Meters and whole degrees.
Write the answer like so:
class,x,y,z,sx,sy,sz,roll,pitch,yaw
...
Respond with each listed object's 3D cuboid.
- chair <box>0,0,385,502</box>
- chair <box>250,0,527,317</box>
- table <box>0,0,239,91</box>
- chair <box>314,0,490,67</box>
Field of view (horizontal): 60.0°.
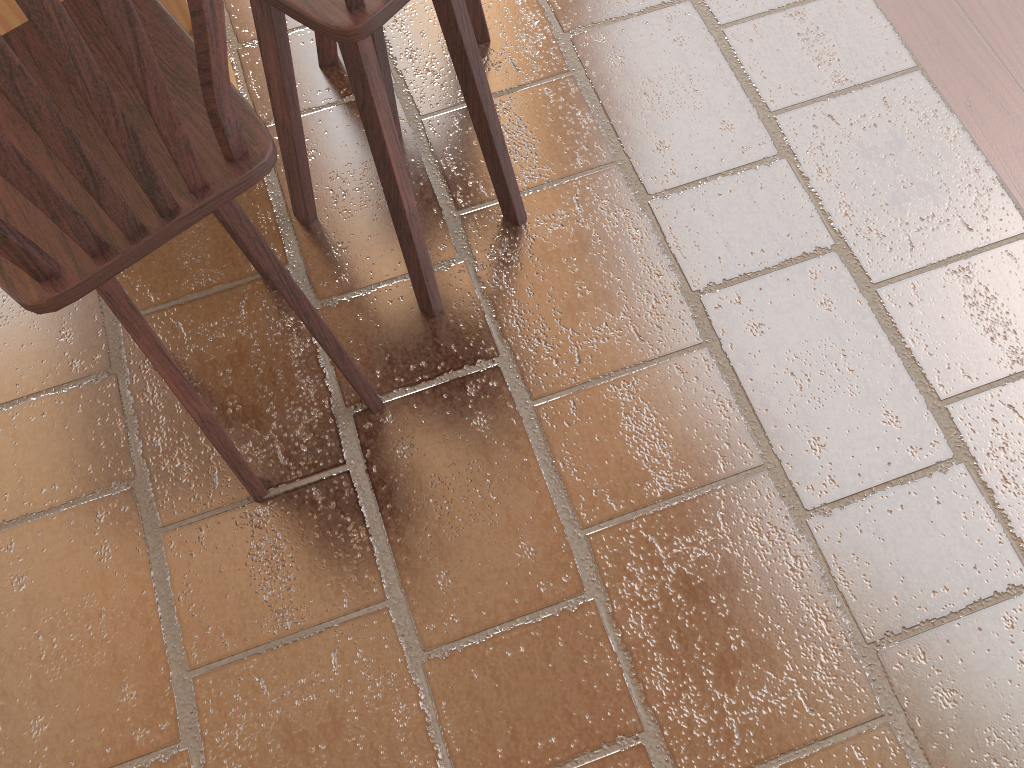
class,x,y,z,sx,sy,sz,roll,pitch,yaw
chair,-0.551,-0.247,1.343,0.406,1.319,0.504,-38,71,-13
chair,-0.244,-0.639,1.497,0.504,1.319,0.406,36,73,15
table,-1.503,-1.772,2.049,1.196,1.257,3.220,-19,68,-6
chair,-0.300,-1.269,1.763,0.504,1.319,0.406,-9,67,-2
